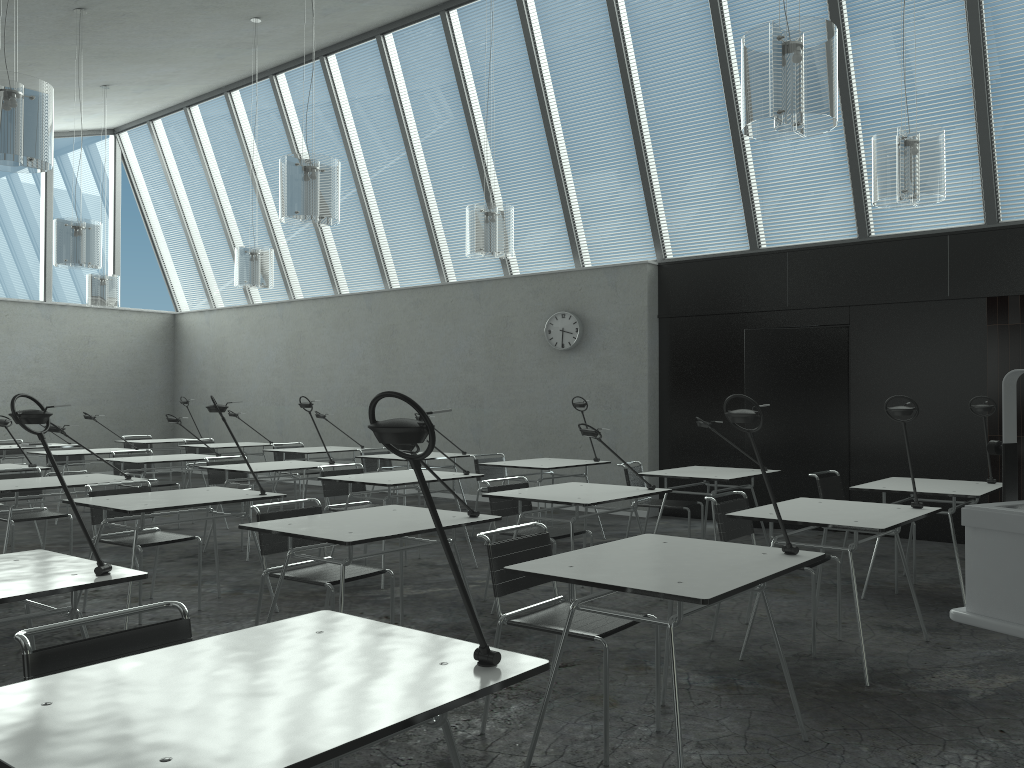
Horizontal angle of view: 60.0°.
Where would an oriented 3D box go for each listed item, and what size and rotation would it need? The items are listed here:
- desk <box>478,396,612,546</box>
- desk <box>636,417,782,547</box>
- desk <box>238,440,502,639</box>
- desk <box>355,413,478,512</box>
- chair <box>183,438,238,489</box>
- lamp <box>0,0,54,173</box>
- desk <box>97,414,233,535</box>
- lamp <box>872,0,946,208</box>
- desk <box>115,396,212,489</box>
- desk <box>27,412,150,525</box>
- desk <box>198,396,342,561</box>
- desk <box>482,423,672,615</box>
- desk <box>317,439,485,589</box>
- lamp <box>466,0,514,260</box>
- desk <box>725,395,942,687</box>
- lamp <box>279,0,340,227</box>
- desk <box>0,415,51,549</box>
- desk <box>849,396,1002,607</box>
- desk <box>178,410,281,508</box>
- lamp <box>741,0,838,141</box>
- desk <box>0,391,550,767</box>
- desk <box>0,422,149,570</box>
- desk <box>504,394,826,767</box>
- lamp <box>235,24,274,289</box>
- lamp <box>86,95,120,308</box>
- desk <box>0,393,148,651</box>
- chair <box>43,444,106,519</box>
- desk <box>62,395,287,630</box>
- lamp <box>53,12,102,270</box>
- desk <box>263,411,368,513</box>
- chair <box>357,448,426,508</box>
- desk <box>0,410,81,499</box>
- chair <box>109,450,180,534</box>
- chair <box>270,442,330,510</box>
[{"bbox_3d":[0.277,0.770,7.231,0.700,1.321,0.900,-1,-1,40],"label":"desk"},{"bbox_3d":[1.412,0.840,6.318,0.700,1.153,0.900,-1,-1,39],"label":"desk"},{"bbox_3d":[-0.592,0.796,3.816,0.700,1.153,0.900,-1,-1,39],"label":"desk"},{"bbox_3d":[-0.866,0.869,8.111,0.700,1.153,0.900,-1,-1,39],"label":"desk"},{"bbox_3d":[-3.476,1.094,10.194,0.555,0.765,0.428,-1,-1,39],"label":"chair"},{"bbox_3d":[-2.273,-1.989,4.023,0.359,1.761,0.350,-1,-1,39],"label":"lamp"},{"bbox_3d":[-3.027,0.861,7.763,0.700,1.153,0.900,-1,-1,39],"label":"desk"},{"bbox_3d":[2.135,-2.517,4.798,0.359,2.848,0.350,-1,-1,39],"label":"lamp"},{"bbox_3d":[-4.269,0.829,10.876,0.700,1.321,0.900,-1,-1,39],"label":"desk"},{"bbox_3d":[-4.152,0.876,8.711,0.700,1.153,0.900,-1,-1,39],"label":"desk"},{"bbox_3d":[-1.847,0.763,6.901,0.700,1.321,0.900,-1,-1,39],"label":"desk"},{"bbox_3d":[0.380,0.817,4.993,0.700,1.153,0.900,-1,-1,39],"label":"desk"},{"bbox_3d":[-0.736,0.832,5.973,0.700,1.153,0.900,-1,-1,39],"label":"desk"},{"bbox_3d":[-0.164,-2.487,6.650,0.359,2.848,0.350,-1,-1,39],"label":"lamp"},{"bbox_3d":[1.518,0.719,4.146,0.700,1.321,0.900,-1,-1,40],"label":"desk"},{"bbox_3d":[-1.214,-2.239,5.343,0.359,2.307,0.350,-1,-1,39],"label":"lamp"},{"bbox_3d":[-4.008,0.839,6.516,0.700,1.153,0.900,-1,-1,37],"label":"desk"},{"bbox_3d":[2.540,0.740,5.366,0.700,1.321,0.900,-1,-1,39],"label":"desk"},{"bbox_3d":[-3.149,0.898,9.934,0.700,1.153,0.900,-1,-1,39],"label":"desk"},{"bbox_3d":[1.086,-2.269,3.491,0.359,2.307,0.350,-1,-1,39],"label":"lamp"},{"bbox_3d":[-0.470,0.676,1.648,0.700,1.321,0.900,-1,-1,38],"label":"desk"},{"bbox_3d":[-2.895,0.825,5.603,0.700,1.153,0.900,-1,-1,39],"label":"desk"},{"bbox_3d":[0.521,0.697,2.892,0.700,1.321,0.900,-1,-1,39],"label":"desk"},{"bbox_3d":[-2.464,-2.457,8.501,0.359,2.848,0.350,-1,-1,39],"label":"lamp"},{"bbox_3d":[-4.763,-2.428,10.353,0.359,2.848,0.350,-1,-1,39],"label":"lamp"},{"bbox_3d":[-1.640,0.690,2.526,0.700,1.321,0.900,-1,-1,37],"label":"desk"},{"bbox_3d":[-4.390,1.071,8.886,0.555,0.765,0.428,-1,-1,39],"label":"chair"},{"bbox_3d":[-1.776,0.726,4.710,0.700,1.321,0.900,-1,-1,39],"label":"desk"},{"bbox_3d":[-3.513,-2.209,7.194,0.359,2.307,0.350,-1,-1,39],"label":"lamp"},{"bbox_3d":[-1.968,0.884,9.070,0.700,1.153,0.900,-1,-1,39],"label":"desk"},{"bbox_3d":[-1.138,1.064,8.315,0.555,0.765,0.428,-1,-1,38],"label":"chair"},{"bbox_3d":[-5.271,0.891,9.627,0.700,1.153,0.900,-1,-1,39],"label":"desk"},{"bbox_3d":[-3.300,1.056,7.965,0.555,0.765,0.428,-1,-1,39],"label":"chair"},{"bbox_3d":[-2.221,1.079,9.278,0.555,0.765,0.428,-1,-1,42],"label":"chair"}]
